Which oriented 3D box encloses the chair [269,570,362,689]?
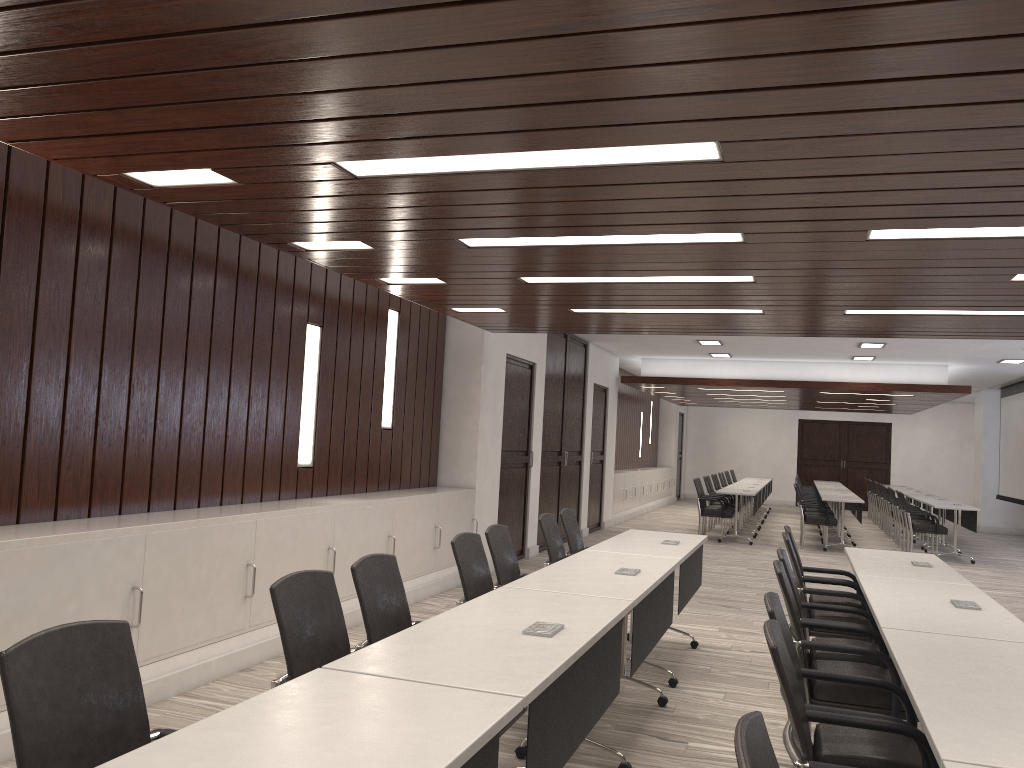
[{"bbox_3d":[-0.453,1.108,2.860,0.638,0.939,0.513,2,-4,19],"label":"chair"}]

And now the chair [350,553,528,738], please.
[{"bbox_3d":[-0.289,1.147,3.363,0.638,0.939,0.513,2,-4,17],"label":"chair"}]

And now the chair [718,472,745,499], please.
[{"bbox_3d":[4.540,2.306,18.217,0.638,0.939,0.513,2,-4,19],"label":"chair"}]

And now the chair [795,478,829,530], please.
[{"bbox_3d":[5.675,2.279,16.792,0.638,0.939,0.513,2,-4,19],"label":"chair"}]

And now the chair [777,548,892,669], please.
[{"bbox_3d":[1.609,1.306,4.331,0.638,0.939,0.513,2,-4,18],"label":"chair"}]

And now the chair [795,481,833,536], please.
[{"bbox_3d":[5.217,2.167,15.348,0.638,0.939,0.513,2,-4,18],"label":"chair"}]

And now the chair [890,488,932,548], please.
[{"bbox_3d":[6.464,2.174,14.398,0.638,0.939,0.513,2,-4,19],"label":"chair"}]

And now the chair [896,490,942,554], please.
[{"bbox_3d":[6.155,2.100,13.447,0.638,0.939,0.513,2,-4,18],"label":"chair"}]

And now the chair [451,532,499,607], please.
[{"bbox_3d":[0.020,1.221,4.306,0.638,0.939,0.513,2,-4,18],"label":"chair"}]

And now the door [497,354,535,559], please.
[{"bbox_3d":[-0.010,0.861,10.129,0.200,2.323,1.163,2,-4,18],"label":"door"}]

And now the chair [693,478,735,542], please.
[{"bbox_3d":[3.145,1.968,13.884,0.638,0.939,0.513,2,-4,19],"label":"chair"}]

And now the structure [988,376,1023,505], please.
[{"bbox_3d":[9.266,1.019,16.216,0.438,2.329,3.550,2,-4,18],"label":"structure"}]

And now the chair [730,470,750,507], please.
[{"bbox_3d":[5.493,2.531,21.098,0.638,0.939,0.513,2,-4,18],"label":"chair"}]

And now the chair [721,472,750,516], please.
[{"bbox_3d":[4.717,2.345,18.709,0.638,0.939,0.513,2,-4,17],"label":"chair"}]

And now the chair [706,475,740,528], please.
[{"bbox_3d":[3.776,2.120,15.837,0.638,0.939,0.513,2,-4,19],"label":"chair"}]

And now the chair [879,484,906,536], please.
[{"bbox_3d":[7.098,2.325,16.329,0.638,0.939,0.513,2,-4,19],"label":"chair"}]

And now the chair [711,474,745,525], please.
[{"bbox_3d":[4.070,2.193,16.768,0.638,0.939,0.513,2,-4,19],"label":"chair"}]

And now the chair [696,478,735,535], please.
[{"bbox_3d":[3.298,2.007,14.382,0.638,0.939,0.513,2,-4,18],"label":"chair"}]

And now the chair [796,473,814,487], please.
[{"bbox_3d":[7.087,2.617,21.125,0.638,0.939,0.513,2,-4,17],"label":"chair"}]

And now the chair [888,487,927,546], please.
[{"bbox_3d":[6.643,2.213,14.888,0.638,0.939,0.513,2,-4,17],"label":"chair"}]

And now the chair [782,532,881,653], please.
[{"bbox_3d":[1.925,1.380,5.280,0.638,0.939,0.513,2,-4,17],"label":"chair"}]

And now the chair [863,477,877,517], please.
[{"bbox_3d":[8.515,2.663,20.653,0.638,0.939,0.513,2,-4,18],"label":"chair"}]

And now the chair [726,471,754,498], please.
[{"bbox_3d":[5.177,2.457,20.158,0.638,0.939,0.513,2,-4,19],"label":"chair"}]

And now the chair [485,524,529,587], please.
[{"bbox_3d":[0.167,1.259,4.804,0.638,0.939,0.513,2,-4,17],"label":"chair"}]

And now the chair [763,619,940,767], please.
[{"bbox_3d":[0.993,1.155,2.391,0.638,0.939,0.513,2,-4,17],"label":"chair"}]

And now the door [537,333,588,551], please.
[{"bbox_3d":[0.666,0.738,12.173,0.200,2.888,2.327,2,-4,18],"label":"door"}]

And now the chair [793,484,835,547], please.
[{"bbox_3d":[4.735,2.054,13.921,0.638,0.939,0.513,2,-4,17],"label":"chair"}]

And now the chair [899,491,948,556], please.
[{"bbox_3d":[5.993,2.061,12.952,0.638,0.939,0.513,2,-4,19],"label":"chair"}]

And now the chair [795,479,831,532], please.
[{"bbox_3d":[5.518,2.240,16.301,0.638,0.939,0.513,2,-4,18],"label":"chair"}]

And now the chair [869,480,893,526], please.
[{"bbox_3d":[7.875,2.512,18.718,0.638,0.939,0.513,2,-4,17],"label":"chair"}]

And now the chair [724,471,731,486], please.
[{"bbox_3d":[5.015,2.418,19.659,0.638,0.939,0.513,2,-4,17],"label":"chair"}]

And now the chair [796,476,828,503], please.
[{"bbox_3d":[6.157,2.392,18.241,0.638,0.939,0.513,2,-4,18],"label":"chair"}]

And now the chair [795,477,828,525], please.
[{"bbox_3d":[5.986,2.353,17.747,0.638,0.939,0.513,2,-4,18],"label":"chair"}]

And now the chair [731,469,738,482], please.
[{"bbox_3d":[5.652,2.570,21.596,0.638,0.939,0.513,2,-4,19],"label":"chair"}]

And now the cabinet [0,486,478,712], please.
[{"bbox_3d":[-1.711,1.111,5.307,0.476,0.698,7.540,2,-4,18],"label":"cabinet"}]

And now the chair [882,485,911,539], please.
[{"bbox_3d":[6.934,2.286,15.832,0.638,0.939,0.513,2,-4,19],"label":"chair"}]

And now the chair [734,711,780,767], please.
[{"bbox_3d":[0.674,1.081,1.443,0.638,0.939,0.513,2,-4,18],"label":"chair"}]

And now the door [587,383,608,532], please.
[{"bbox_3d":[1.311,1.177,14.178,0.200,2.323,1.163,2,-4,18],"label":"door"}]

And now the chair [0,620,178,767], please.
[{"bbox_3d":[-0.771,1.034,1.929,0.638,0.939,0.513,2,-4,18],"label":"chair"}]

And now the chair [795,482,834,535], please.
[{"bbox_3d":[5.055,2.128,14.856,0.638,0.939,0.513,2,-4,17],"label":"chair"}]

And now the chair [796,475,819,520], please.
[{"bbox_3d":[6.462,2.466,19.191,0.638,0.939,0.513,2,-4,18],"label":"chair"}]

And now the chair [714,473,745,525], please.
[{"bbox_3d":[4.237,2.231,17.258,0.638,0.939,0.513,2,-4,18],"label":"chair"}]

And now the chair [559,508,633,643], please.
[{"bbox_3d":[0.645,1.372,6.255,0.638,0.939,0.513,2,-4,18],"label":"chair"}]

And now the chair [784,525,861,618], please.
[{"bbox_3d":[2.090,1.419,5.779,0.638,0.939,0.513,2,-4,17],"label":"chair"}]

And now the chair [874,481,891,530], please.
[{"bbox_3d":[7.583,2.438,17.765,0.638,0.939,0.513,2,-4,17],"label":"chair"}]

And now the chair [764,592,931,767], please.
[{"bbox_3d":[1.139,1.194,2.900,0.638,0.939,0.513,2,-4,19],"label":"chair"}]

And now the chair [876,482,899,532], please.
[{"bbox_3d":[7.414,2.399,17.269,0.638,0.939,0.513,2,-4,18],"label":"chair"}]

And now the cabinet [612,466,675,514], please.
[{"bbox_3d":[2.753,2.179,18.992,0.476,0.698,7.540,2,-4,18],"label":"cabinet"}]

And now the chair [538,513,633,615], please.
[{"bbox_3d":[0.482,1.333,5.752,0.638,0.939,0.513,2,-4,17],"label":"chair"}]

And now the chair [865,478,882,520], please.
[{"bbox_3d":[8.346,2.624,20.162,0.638,0.939,0.513,2,-4,19],"label":"chair"}]

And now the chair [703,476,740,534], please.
[{"bbox_3d":[3.610,2.081,15.332,0.638,0.939,0.513,2,-4,18],"label":"chair"}]

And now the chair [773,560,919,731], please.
[{"bbox_3d":[1.445,1.267,3.835,0.638,0.939,0.513,2,-4,18],"label":"chair"}]

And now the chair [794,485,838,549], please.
[{"bbox_3d":[4.582,2.015,13.412,0.638,0.939,0.513,2,-4,18],"label":"chair"}]

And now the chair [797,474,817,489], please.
[{"bbox_3d":[6.943,2.579,20.628,0.638,0.939,0.513,2,-4,19],"label":"chair"}]

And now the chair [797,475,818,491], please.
[{"bbox_3d":[6.630,2.505,19.681,0.638,0.939,0.513,2,-4,19],"label":"chair"}]

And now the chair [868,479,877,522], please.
[{"bbox_3d":[8.042,2.551,19.223,0.638,0.939,0.513,2,-4,18],"label":"chair"}]
